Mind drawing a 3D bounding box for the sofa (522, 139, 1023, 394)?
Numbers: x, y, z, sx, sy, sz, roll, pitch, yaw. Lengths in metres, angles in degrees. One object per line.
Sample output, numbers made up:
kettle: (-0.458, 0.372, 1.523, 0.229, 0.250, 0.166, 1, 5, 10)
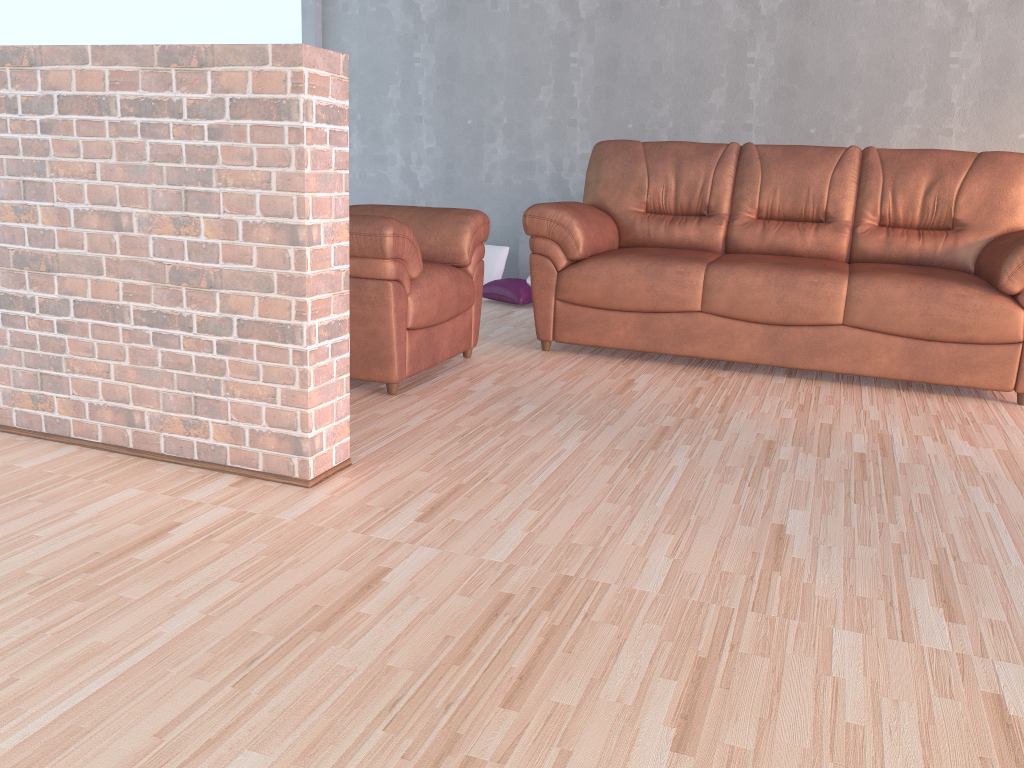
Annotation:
sofa: (1.223, -0.616, 3.982, 2.202, 0.923, 0.981, 7, 15, 19)

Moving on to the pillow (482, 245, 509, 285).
pillow: (-0.206, -0.719, 5.627, 0.327, 0.326, 0.241, 8, 15, 23)

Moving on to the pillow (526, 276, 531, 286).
pillow: (0.266, -0.586, 5.341, 0.357, 0.205, 0.388, 4, 14, 6)

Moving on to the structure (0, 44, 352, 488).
structure: (-1.117, -0.357, 2.436, 1.422, 1.057, 0.211, 7, 15, 19)

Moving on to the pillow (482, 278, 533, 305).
pillow: (0.017, -0.572, 5.410, 0.392, 0.130, 0.365, 14, 18, 39)

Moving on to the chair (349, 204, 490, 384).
chair: (-0.672, -0.553, 3.500, 0.936, 0.879, 0.970, 7, 15, 18)
